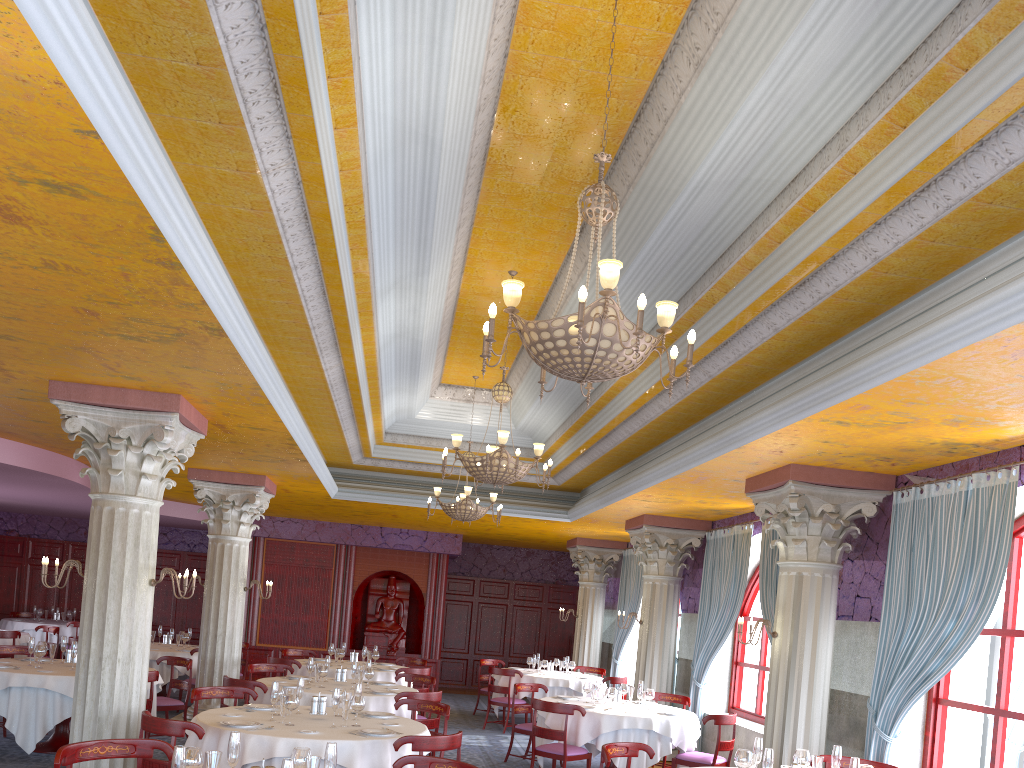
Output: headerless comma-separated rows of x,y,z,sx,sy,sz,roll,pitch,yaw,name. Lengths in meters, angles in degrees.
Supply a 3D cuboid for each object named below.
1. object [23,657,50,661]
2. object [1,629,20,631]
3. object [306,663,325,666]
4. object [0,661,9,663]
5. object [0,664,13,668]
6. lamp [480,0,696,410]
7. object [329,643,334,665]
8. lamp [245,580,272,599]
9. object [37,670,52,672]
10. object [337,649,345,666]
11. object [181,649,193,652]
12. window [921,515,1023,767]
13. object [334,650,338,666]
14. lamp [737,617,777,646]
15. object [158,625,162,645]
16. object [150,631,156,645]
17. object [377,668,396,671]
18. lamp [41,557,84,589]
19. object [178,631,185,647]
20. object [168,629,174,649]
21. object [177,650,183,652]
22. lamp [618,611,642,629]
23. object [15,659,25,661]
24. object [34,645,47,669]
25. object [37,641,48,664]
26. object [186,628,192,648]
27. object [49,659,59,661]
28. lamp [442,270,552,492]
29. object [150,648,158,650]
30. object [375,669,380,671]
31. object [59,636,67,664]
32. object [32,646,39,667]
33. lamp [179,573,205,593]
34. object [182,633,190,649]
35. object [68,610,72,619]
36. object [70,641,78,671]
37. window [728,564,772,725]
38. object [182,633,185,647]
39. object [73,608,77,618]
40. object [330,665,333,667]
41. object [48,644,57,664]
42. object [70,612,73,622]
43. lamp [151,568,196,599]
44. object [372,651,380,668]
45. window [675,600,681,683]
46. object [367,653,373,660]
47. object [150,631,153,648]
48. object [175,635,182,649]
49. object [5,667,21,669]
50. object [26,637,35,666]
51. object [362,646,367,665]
-5.823,3.374,10.502,0.314,0.024,0.322,7,-15,-7,object
-8.666,4.266,14.800,0.314,0.024,0.322,7,-15,-7,object
-3.025,4.312,13.168,0.314,0.024,0.322,7,-15,-7,object
-5.902,3.226,9.932,0.158,0.009,0.164,2,-15,12,object
-5.673,3.105,9.429,0.314,0.024,0.322,7,-15,-7,object
0.453,-1.048,4.367,0.952,2.158,0.976,3,-3,38,lamp
-2.864,4.273,13.555,0.073,0.333,0.075,5,0,29,object
-3.670,2.979,12.424,0.385,0.270,0.345,8,-10,-19,lamp
-5.117,3.149,9.391,0.162,0.009,0.160,16,-18,-36,object
-2.679,4.283,13.400,0.123,0.262,0.123,6,-3,-16,object
-5.173,4.299,13.806,0.314,0.024,0.322,7,-15,-7,object
4.285,2.030,6.336,0.160,2.505,3.655,5,-10,-6,window
-2.762,4.312,13.484,0.087,0.235,0.085,6,-2,-27,object
2.431,2.471,8.541,0.385,0.270,0.345,8,-10,-19,lamp
-5.993,4.278,14.579,0.073,0.333,0.075,5,0,29,object
-6.069,4.293,14.472,0.087,0.235,0.085,6,-2,-27,object
-1.956,4.442,13.319,0.314,0.024,0.322,7,-15,-7,object
-3.989,1.700,7.667,0.385,0.270,0.345,8,-10,-19,lamp
-5.650,4.361,14.646,0.122,0.262,0.124,5,-3,7,object
-5.546,4.152,13.953,0.073,0.333,0.075,5,0,29,object
-5.301,4.259,13.673,0.232,0.013,0.028,-7,-16,37,object
1.800,3.651,13.228,0.385,0.270,0.345,8,-10,-19,lamp
-5.922,3.319,10.314,0.257,0.019,0.056,-8,-18,41,object
-5.326,3.076,9.660,0.122,0.262,0.124,5,-3,7,object
-5.582,3.187,10.164,0.122,0.262,0.124,5,-3,7,object
-5.458,4.300,14.490,0.073,0.333,0.075,5,0,29,object
-5.696,3.426,10.635,0.232,0.013,0.028,-7,-16,37,object
-0.082,-0.049,8.333,0.952,2.158,0.976,3,-3,38,lamp
-5.687,4.213,13.617,0.162,0.009,0.160,16,-18,-36,object
-2.084,4.402,13.187,0.232,0.013,0.028,-7,-16,37,object
-5.424,3.215,10.353,0.073,0.333,0.075,5,0,29,object
-5.409,3.105,9.744,0.087,0.235,0.085,6,-2,-27,object
-4.621,2.880,12.353,0.385,0.270,0.345,8,-10,-19,lamp
-5.394,4.250,14.143,0.123,0.262,0.123,6,-3,-16,object
-9.811,5.152,18.986,0.121,0.262,0.124,3,-3,29,object
-4.977,3.088,9.727,0.073,0.333,0.075,5,0,29,object
3.649,3.218,11.056,0.160,2.505,3.655,5,-10,-6,window
-5.569,4.359,14.562,0.085,0.235,0.087,4,-2,40,object
-9.619,5.092,18.830,0.074,0.333,0.073,5,0,-16,object
-2.838,4.304,13.069,0.055,0.019,0.264,-6,-18,40,object
-5.499,3.229,10.246,0.085,0.235,0.087,4,-2,40,object
-9.730,5.150,18.902,0.087,0.235,0.085,6,-2,-27,object
-3.032,1.787,7.692,0.385,0.270,0.345,8,-10,-19,lamp
-2.177,4.393,13.656,0.123,0.262,0.123,6,-3,-16,object
3.013,4.405,15.772,0.160,2.505,3.655,5,-10,-6,window
-2.262,4.378,13.575,0.085,0.235,0.087,4,-2,18,object
-5.896,4.140,13.886,0.122,0.262,0.124,5,-3,7,object
-5.479,4.234,14.061,0.085,0.235,0.087,4,-2,18,object
-5.486,3.097,9.330,0.055,0.019,0.264,-6,-18,40,object
-5.512,3.066,9.816,0.073,0.333,0.075,5,0,29,object
-2.329,4.295,13.467,0.073,0.333,0.075,5,0,29,object
